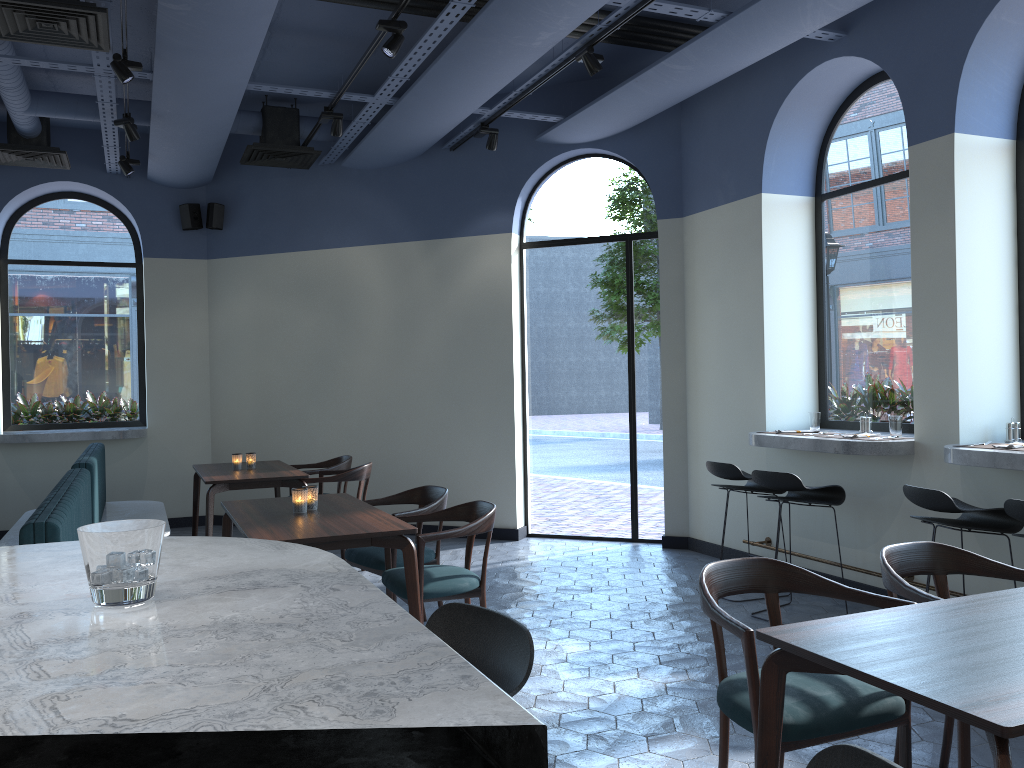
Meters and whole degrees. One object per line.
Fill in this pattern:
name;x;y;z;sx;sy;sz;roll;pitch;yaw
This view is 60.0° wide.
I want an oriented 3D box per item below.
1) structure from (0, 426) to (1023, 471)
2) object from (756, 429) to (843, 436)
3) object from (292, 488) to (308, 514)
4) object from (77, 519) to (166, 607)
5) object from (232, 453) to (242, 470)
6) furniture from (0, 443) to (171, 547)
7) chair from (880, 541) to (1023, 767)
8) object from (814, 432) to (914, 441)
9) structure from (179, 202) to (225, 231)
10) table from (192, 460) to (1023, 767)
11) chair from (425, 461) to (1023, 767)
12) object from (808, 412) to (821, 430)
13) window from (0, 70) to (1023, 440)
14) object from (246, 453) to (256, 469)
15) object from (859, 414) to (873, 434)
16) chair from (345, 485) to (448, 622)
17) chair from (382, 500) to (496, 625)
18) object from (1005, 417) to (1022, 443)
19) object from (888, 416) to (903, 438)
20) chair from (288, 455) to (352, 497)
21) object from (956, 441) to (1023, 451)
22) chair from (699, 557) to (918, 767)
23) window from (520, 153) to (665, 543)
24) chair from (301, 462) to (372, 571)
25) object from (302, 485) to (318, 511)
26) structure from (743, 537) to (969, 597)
structure;-0.833;0.427;5.649;14.155;0.080;4.315;-1;0;28
object;1.918;0.315;5.916;0.322;0.027;0.497;-1;0;-23
object;-1.057;0.581;4.419;0.078;0.120;0.078;-1;0;-40
object;-0.526;0.243;1.201;0.111;0.102;0.111;-1;0;39
object;-2.110;0.596;6.810;0.078;0.120;0.078;-1;0;-6
furniture;-4.211;0.887;4.441;4.703;1.150;4.800;-1;0;-23
chair;1.484;0.953;2.879;0.618;0.793;0.525;-1;0;-24
object;2.139;0.312;5.399;0.322;0.027;0.497;-1;0;-23
structure;-2.535;-1.657;2.789;7.261;0.268;13.143;-1;0;-40
table;-0.951;1.020;3.207;3.997;0.755;9.778;-1;0;-39
chair;1.229;0.880;2.320;3.651;0.949;6.322;-1;0;-24
object;2.075;0.260;6.079;0.080;0.132;0.080;-1;0;-8
window;-0.772;-0.802;5.848;14.212;2.394;3.897;-1;0;28
object;-2.021;0.594;6.866;0.078;0.120;0.078;-1;0;-6
object;2.304;0.254;5.777;0.047;0.136;0.093;-1;0;-23
chair;-0.621;0.990;4.962;0.525;0.793;0.618;-1;0;-37
chair;-0.339;0.987;4.295;0.525;0.793;0.618;-1;0;-24
object;2.716;0.248;4.808;0.093;0.136;0.047;-1;0;-23
object;2.294;0.257;5.301;0.080;0.132;0.080;-1;0;-8
chair;-1.586;1.003;7.350;0.525;0.793;0.618;-1;0;-24
object;2.539;0.307;4.456;0.322;0.027;0.497;-1;0;-23
chair;0.831;0.967;2.668;0.618;0.793;0.525;-1;0;-24
window;0.688;-0.318;7.664;1.298;3.335;0.020;-1;0;22
chair;-1.318;1.000;6.718;0.525;0.793;0.618;-1;0;1
object;-1.025;0.580;4.512;0.078;0.120;0.078;-1;0;-40
structure;1.751;1.220;1.924;5.649;0.250;6.894;-1;0;39
